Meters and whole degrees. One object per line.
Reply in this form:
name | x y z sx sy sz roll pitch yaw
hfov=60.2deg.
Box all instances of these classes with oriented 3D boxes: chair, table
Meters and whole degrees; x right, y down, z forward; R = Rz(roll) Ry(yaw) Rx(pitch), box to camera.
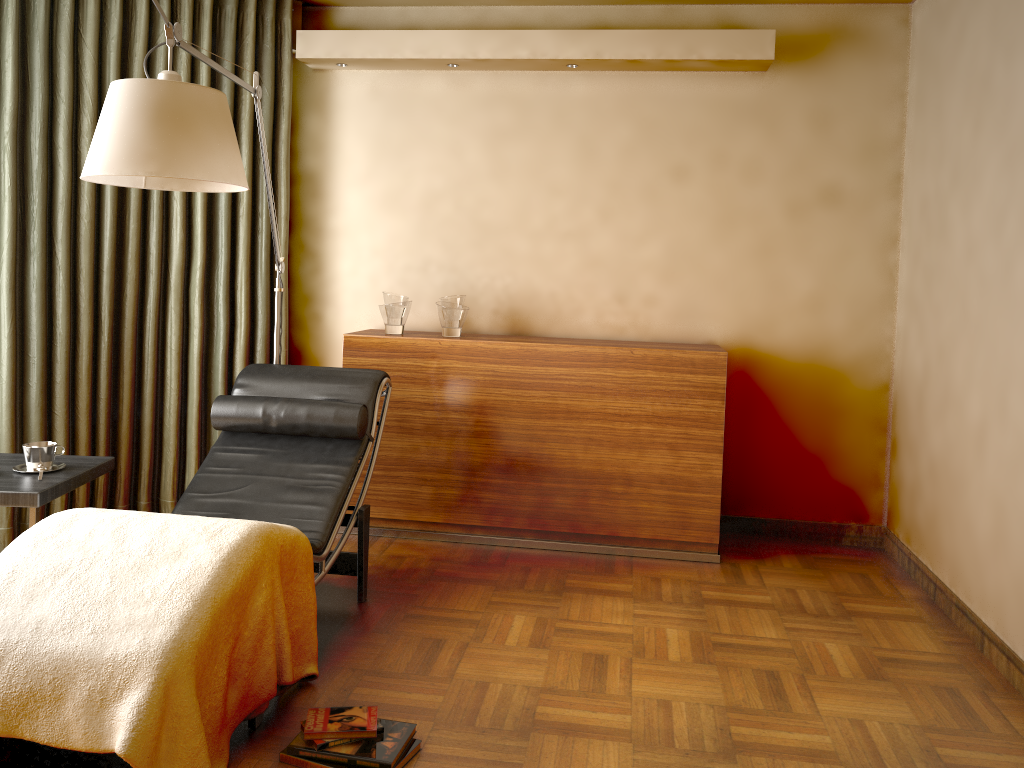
chair | -0.890 0.416 2.752 0.636 0.793 1.799 3 6 8
table | -1.610 0.292 2.763 0.517 0.045 0.502 2 7 -1

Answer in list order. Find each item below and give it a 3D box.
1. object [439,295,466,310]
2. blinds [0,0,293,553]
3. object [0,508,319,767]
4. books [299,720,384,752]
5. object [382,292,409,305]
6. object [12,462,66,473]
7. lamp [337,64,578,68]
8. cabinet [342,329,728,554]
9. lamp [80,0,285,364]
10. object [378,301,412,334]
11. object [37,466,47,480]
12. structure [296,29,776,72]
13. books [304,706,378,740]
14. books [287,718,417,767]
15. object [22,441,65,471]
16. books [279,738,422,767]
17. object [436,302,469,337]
object | -0.272 -0.333 4.026 0.122 0.149 0.123 1 4 -13
blinds | -1.689 -0.585 3.776 1.532 2.443 0.225 0 3 -37
object | -0.985 0.625 2.236 0.918 0.518 0.914 3 6 8
books | -0.422 0.852 2.190 0.173 0.018 0.124 -2 8 -33
object | -0.537 -0.347 4.063 0.122 0.149 0.123 1 4 -10
object | -1.493 0.266 2.791 0.150 0.009 0.151 4 7 13
lamp | -0.269 -1.514 4.163 1.158 0.028 0.050 3 6 8
cabinet | 0.089 0.227 4.035 1.674 0.859 0.417 3 3 8
lamp | -0.910 -0.160 3.023 0.452 1.959 1.421 3 4 11
object | -0.539 -0.309 4.064 0.156 0.153 0.156 -1 6 -35
object | -1.443 0.272 2.702 0.029 0.019 0.124 0 7 -23
structure | 0.085 -1.550 4.123 2.179 0.129 0.275 3 6 8
books | -0.420 0.835 2.182 0.173 0.018 0.124 1 7 -8
books | -0.390 0.874 2.176 0.265 0.020 0.190 4 7 12
object | -1.490 0.229 2.796 0.098 0.078 0.111 3 5 9
books | -0.391 0.897 2.159 0.281 0.022 0.201 5 8 22
object | -0.273 -0.295 4.027 0.155 0.153 0.157 2 5 -2
